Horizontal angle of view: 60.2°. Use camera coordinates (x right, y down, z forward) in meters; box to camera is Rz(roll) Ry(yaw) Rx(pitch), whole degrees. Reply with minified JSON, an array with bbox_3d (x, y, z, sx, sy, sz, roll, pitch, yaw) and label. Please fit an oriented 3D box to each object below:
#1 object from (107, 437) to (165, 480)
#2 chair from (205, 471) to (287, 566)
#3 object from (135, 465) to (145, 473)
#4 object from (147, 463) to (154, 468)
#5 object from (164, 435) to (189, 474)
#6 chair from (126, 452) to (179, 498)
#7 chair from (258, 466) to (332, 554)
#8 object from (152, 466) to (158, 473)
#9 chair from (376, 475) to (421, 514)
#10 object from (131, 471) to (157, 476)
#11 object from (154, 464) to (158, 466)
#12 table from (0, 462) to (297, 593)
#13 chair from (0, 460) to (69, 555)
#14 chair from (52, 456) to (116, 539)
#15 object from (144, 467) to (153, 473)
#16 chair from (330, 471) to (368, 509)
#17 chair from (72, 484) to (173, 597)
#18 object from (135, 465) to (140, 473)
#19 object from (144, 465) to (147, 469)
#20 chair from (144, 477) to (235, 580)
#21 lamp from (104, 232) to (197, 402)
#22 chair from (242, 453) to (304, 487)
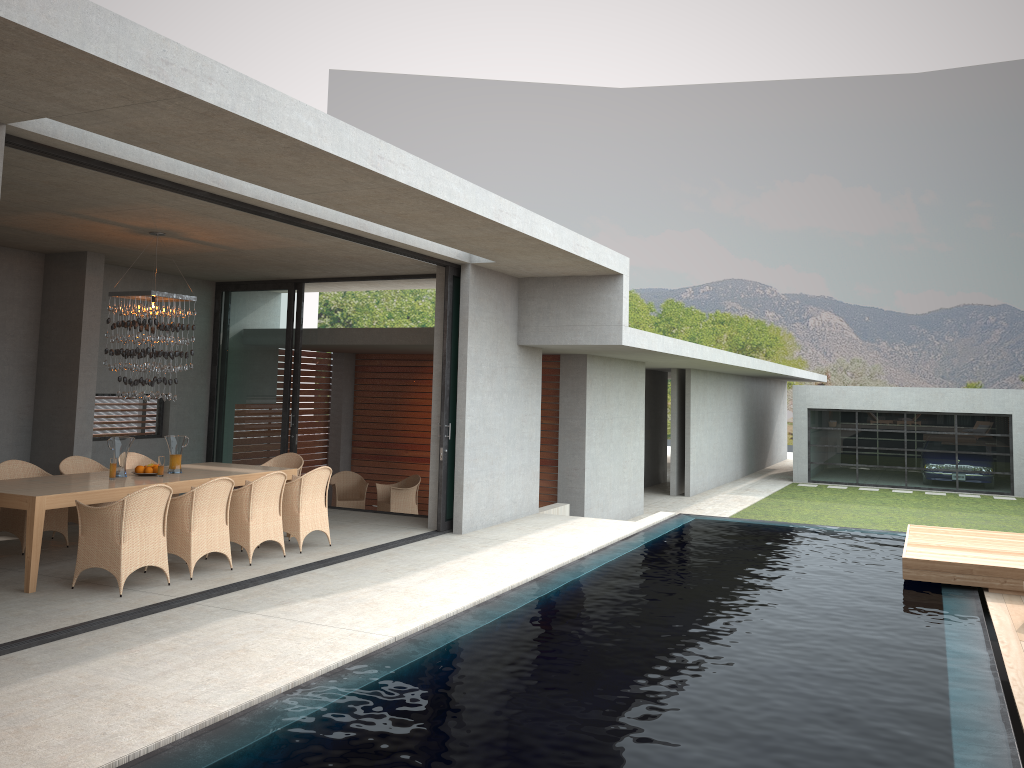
[{"bbox_3d":[-3.758,0.722,8.733,0.324,0.389,0.539,-1,-3,41],"label":"object"},{"bbox_3d":[-2.569,1.274,8.670,0.630,0.869,0.614,0,-4,25],"label":"chair"},{"bbox_3d":[-3.713,0.862,8.825,0.094,0.095,0.094,1,-3,15],"label":"object"},{"bbox_3d":[-3.630,0.824,8.871,0.071,0.048,0.071,2,-2,-14],"label":"object"},{"bbox_3d":[-3.494,0.732,9.185,0.193,0.389,0.191,1,-4,7],"label":"object"},{"bbox_3d":[-4.247,1.243,10.248,0.630,0.869,0.614,0,-4,25],"label":"chair"},{"bbox_3d":[-2.255,1.286,9.336,0.630,0.869,0.614,0,-4,25],"label":"chair"},{"bbox_3d":[-3.580,0.866,8.891,0.087,0.087,0.086,1,-3,16],"label":"object"},{"bbox_3d":[-1.831,1.923,14.402,0.628,0.869,0.615,4,-4,-35],"label":"chair"},{"bbox_3d":[-3.667,0.902,8.896,0.309,0.034,0.308,2,0,-6],"label":"object"},{"bbox_3d":[-3.625,0.863,8.971,0.094,0.095,0.094,1,-3,14],"label":"object"},{"bbox_3d":[-3.713,1.298,8.790,1.279,0.762,3.242,1,-1,25],"label":"table"},{"bbox_3d":[-4.875,1.217,8.917,0.630,0.869,0.614,0,-4,25],"label":"chair"},{"bbox_3d":[-4.561,1.230,9.583,0.630,0.869,0.614,0,-4,25],"label":"chair"},{"bbox_3d":[-3.625,0.869,8.819,0.081,0.082,0.080,3,-3,-36],"label":"object"},{"bbox_3d":[-2.716,1.902,14.634,0.616,0.869,0.627,3,-4,-20],"label":"chair"},{"bbox_3d":[-3.198,1.248,7.339,0.630,0.869,0.614,0,-4,25],"label":"chair"},{"bbox_3d":[-3.755,0.864,8.905,0.086,0.087,0.086,2,-3,-14],"label":"object"},{"bbox_3d":[-3.711,0.868,8.974,0.081,0.082,0.080,0,-3,19],"label":"object"},{"bbox_3d":[-2.883,1.261,8.005,0.630,0.869,0.614,0,-4,25],"label":"chair"},{"bbox_3d":[-3.723,-0.695,9.140,0.617,1.768,0.615,-1,-5,25],"label":"lamp"},{"bbox_3d":[-2.877,1.280,10.674,0.617,0.869,0.626,0,-4,25],"label":"chair"}]
